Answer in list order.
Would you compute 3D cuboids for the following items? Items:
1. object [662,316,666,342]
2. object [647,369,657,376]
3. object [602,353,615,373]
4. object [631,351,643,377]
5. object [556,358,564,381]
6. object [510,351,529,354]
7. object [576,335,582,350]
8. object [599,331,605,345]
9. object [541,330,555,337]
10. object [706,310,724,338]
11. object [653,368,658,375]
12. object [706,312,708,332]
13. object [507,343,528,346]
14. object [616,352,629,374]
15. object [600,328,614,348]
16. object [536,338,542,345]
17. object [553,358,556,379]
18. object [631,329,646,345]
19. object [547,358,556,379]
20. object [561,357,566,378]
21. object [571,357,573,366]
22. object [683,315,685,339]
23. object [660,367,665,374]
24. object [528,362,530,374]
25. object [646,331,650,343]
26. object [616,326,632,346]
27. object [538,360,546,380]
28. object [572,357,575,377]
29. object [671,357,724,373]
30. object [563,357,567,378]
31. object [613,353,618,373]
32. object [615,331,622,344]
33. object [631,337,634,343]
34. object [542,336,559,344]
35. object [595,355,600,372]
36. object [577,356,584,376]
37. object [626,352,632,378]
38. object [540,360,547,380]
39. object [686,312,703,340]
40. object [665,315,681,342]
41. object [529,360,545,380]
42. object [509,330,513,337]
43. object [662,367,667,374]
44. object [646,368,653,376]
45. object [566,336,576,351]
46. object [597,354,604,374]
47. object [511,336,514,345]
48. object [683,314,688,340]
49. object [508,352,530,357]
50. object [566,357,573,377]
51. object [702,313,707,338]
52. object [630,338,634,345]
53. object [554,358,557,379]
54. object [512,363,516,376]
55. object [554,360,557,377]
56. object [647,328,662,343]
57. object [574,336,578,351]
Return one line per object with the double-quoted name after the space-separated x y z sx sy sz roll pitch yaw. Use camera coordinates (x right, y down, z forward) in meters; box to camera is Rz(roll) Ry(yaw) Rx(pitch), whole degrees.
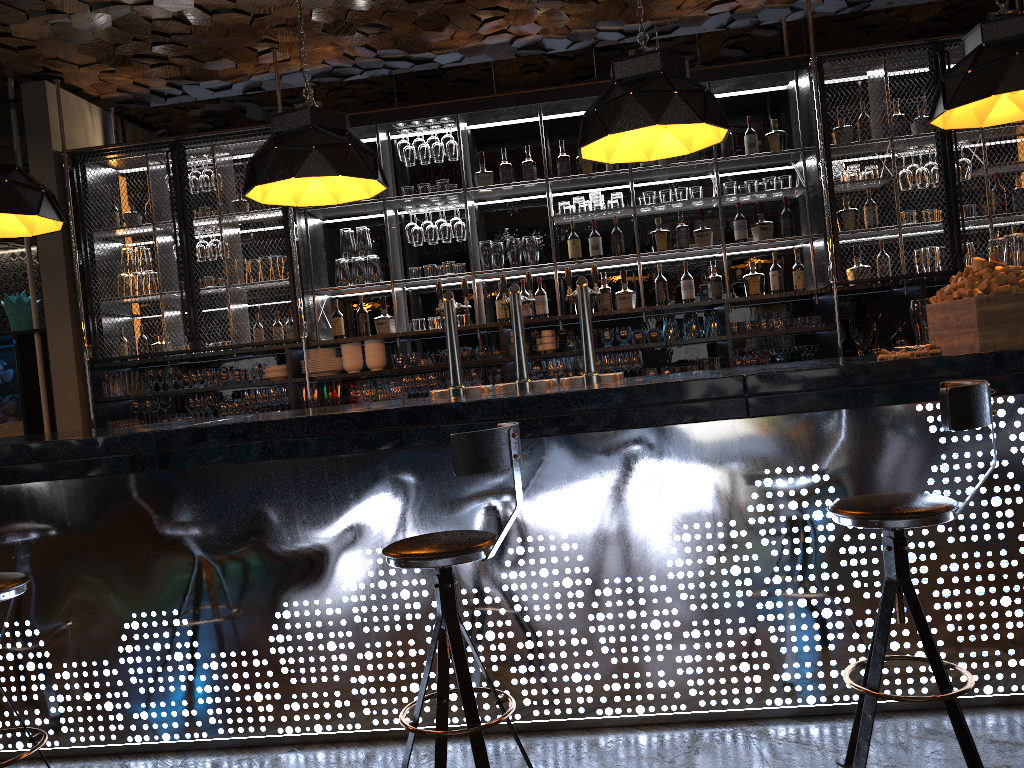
1.061 -0.373 5.979 0.115 0.172 0.101 -5 1 16 "object"
0.935 -0.051 5.918 0.067 0.100 0.067 -6 1 -2 "object"
0.655 -0.090 5.968 0.091 0.229 0.091 -6 1 -37 "object"
0.840 -0.108 5.946 0.091 0.229 0.091 -6 1 -22 "object"
0.326 -0.061 5.996 0.058 0.234 0.058 -5 1 9 "object"
0.050 -0.210 6.076 0.149 0.023 0.149 -6 1 -25 "object"
0.460 -0.277 5.977 0.067 0.099 0.058 -5 1 41 "object"
0.664 -0.314 6.194 0.100 0.125 0.100 -5 1 19 "object"
0.246 -0.332 6.029 0.094 0.068 0.106 -5 1 6 "object"
1.327 -0.396 5.829 0.101 0.172 0.115 -5 1 36 "object"
0.961 -0.055 6.028 0.067 0.100 0.067 -6 1 -2 "object"
1.345 -0.400 5.945 0.115 0.172 0.101 -6 1 -9 "object"
0.042 -0.264 6.074 0.149 0.026 0.148 -5 1 13 "object"
0.745 -0.098 5.957 0.091 0.229 0.091 -5 1 33 "object"
0.641 -0.308 5.954 0.100 0.125 0.100 -5 1 45 "object"
0.217 -0.286 6.132 0.094 0.069 0.105 -6 1 -17 "object"
0.279 -0.058 6.077 0.058 0.234 0.058 -5 1 29 "object"
0.846 -0.313 5.910 0.098 0.097 0.098 -6 1 -15 "object"
0.268 -0.055 5.992 0.058 0.234 0.058 -6 1 -41 "object"
0.345 -0.064 6.089 0.058 0.234 0.058 -5 1 39 "object"
0.401 -0.067 6.036 0.049 0.231 0.049 -5 1 15 "object"
1.212 -0.389 6.082 0.101 0.172 0.115 -5 1 11 "object"
1.058 -0.066 6.126 0.067 0.099 0.067 -6 1 -22 "object"
0.088 -0.039 6.269 0.108 0.227 0.108 -5 1 37 "object"
0.956 -0.325 6.001 0.098 0.097 0.098 -5 1 31 "object"
0.751 -0.319 5.944 0.108 0.126 0.108 -5 1 40 "object"
0.187 -0.046 6.136 0.108 0.227 0.108 -6 1 -29 "object"
0.415 -0.070 6.096 0.049 0.231 0.049 -5 1 43 "object"
1.253 -0.102 5.995 0.356 0.134 0.206 -5 1 13 "object"
0.357 -0.067 6.178 0.058 0.234 0.058 -6 1 -17 "object"
0.702 -0.096 6.076 0.091 0.229 0.091 -5 1 38 "object"
0.775 -0.325 6.182 0.108 0.126 0.108 -6 1 -23 "object"
0.859 -0.316 6.011 0.098 0.097 0.098 -5 1 44 "object"
0.254 -0.288 6.040 0.106 0.069 0.094 -6 1 -43 "object"
0.552 -0.080 5.973 0.091 0.229 0.091 -6 1 -8 "object"
0.468 -0.073 5.962 0.049 0.231 0.049 -6 1 1 "object"
0.795 -0.105 6.065 0.091 0.229 0.091 -6 1 -1 "object"
0.199 -0.050 6.257 0.108 0.227 0.108 -5 1 42 "object"
1.194 -0.383 5.834 0.115 0.172 0.101 -6 1 -9 "object"
1.054 -0.370 5.859 0.115 0.172 0.101 -5 1 36 "object"
0.172 -0.043 6.018 0.108 0.227 0.108 -6 1 -24 "object"
0.028 -0.339 6.072 0.094 0.069 0.106 -5 1 12 "object"
1.051 -0.064 6.029 0.067 0.099 0.067 -6 1 -22 "object"
0.962 -0.057 6.140 0.067 0.100 0.067 -6 1 -2 "object"
0.396 -0.270 5.944 0.067 0.099 0.058 -6 1 -39 "object"
0.607 -0.087 6.086 0.091 0.229 0.091 -5 1 27 "object"
0.043 -0.296 6.072 0.107 0.070 0.094 -5 1 36 "object"
1.203 -0.386 5.962 0.101 0.172 0.115 -5 1 36 "object"
0.050 -0.199 6.076 0.149 0.022 0.149 -6 1 -25 "object"
0.393 -0.066 5.970 0.049 0.231 0.049 -5 1 18 "object"
1.350 -0.403 6.072 0.115 0.172 0.101 -5 1 16 "object"
0.873 -0.320 6.191 0.098 0.097 0.098 -6 1 -3 "object"
0.294 -0.062 6.233 0.058 0.234 0.058 -5 1 9 "object"
0.058 -0.032 6.029 0.108 0.227 0.108 -6 1 -3 "object"
0.286 -0.059 6.149 0.058 0.234 0.058 -6 1 -19 "object"
0.948 -0.323 5.893 0.098 0.097 0.098 -5 1 40 "object"
0.433 -0.277 6.106 0.058 0.099 0.067 -5 1 9 "object"
